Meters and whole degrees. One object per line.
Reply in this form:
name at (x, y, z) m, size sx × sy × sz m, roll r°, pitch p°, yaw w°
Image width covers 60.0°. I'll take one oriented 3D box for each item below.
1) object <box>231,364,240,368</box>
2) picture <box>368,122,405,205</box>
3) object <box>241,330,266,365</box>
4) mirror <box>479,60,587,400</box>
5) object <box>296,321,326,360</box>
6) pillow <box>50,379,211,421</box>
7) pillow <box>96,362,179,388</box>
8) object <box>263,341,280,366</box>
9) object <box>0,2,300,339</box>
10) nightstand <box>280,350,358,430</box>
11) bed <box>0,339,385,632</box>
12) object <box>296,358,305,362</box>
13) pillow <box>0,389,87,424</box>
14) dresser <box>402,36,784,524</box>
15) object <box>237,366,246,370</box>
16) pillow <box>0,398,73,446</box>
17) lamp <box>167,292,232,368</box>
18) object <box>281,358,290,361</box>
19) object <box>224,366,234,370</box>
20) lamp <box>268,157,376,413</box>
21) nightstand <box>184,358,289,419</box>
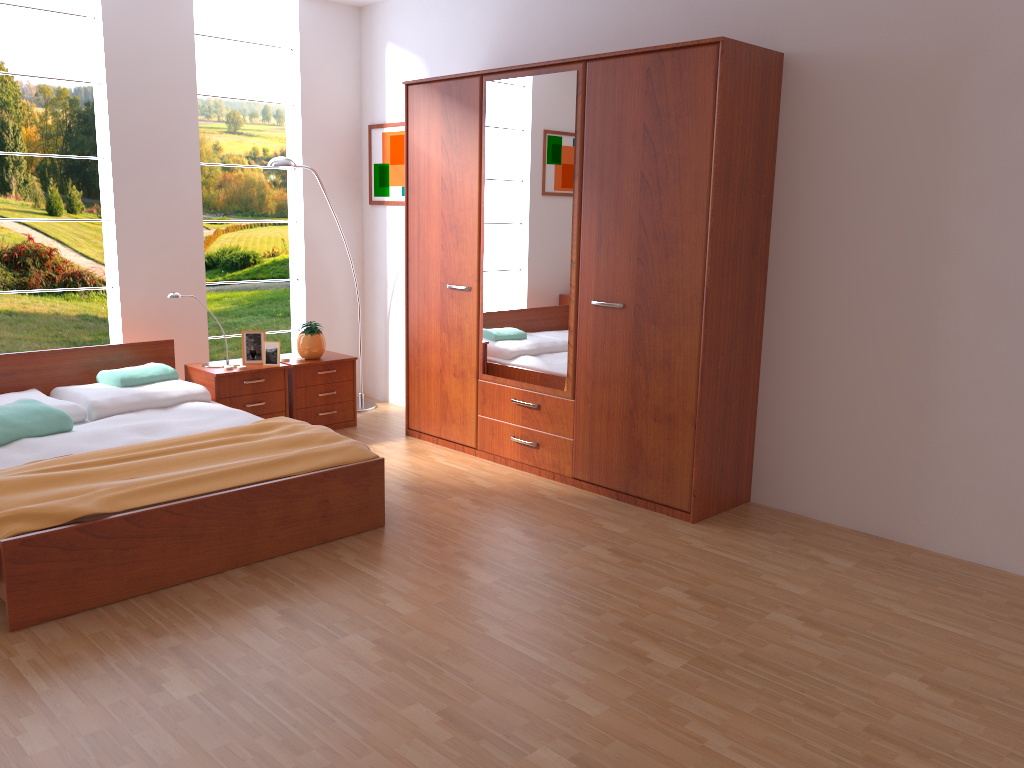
object at (-1.536, -0.101, 4.927) m, size 0.049 × 0.018 × 0.049 m, roll 8°, pitch 13°, yaw 31°
picture at (-0.719, -1.410, 5.692) m, size 0.030 × 0.517 × 0.645 m, roll -10°, pitch 15°, yaw -44°
object at (-1.456, -0.205, 5.006) m, size 0.131 × 0.191 × 0.037 m, roll -2°, pitch 11°, yaw -14°
mirror at (0.080, -0.733, 4.340) m, size 0.037 × 1.556 × 0.681 m, roll -10°, pitch 15°, yaw -44°
object at (-1.186, -0.258, 5.233) m, size 0.170 × 0.223 × 0.169 m, roll 6°, pitch 12°, yaw 24°
pillow at (-1.951, 0.069, 4.566) m, size 0.574 × 0.182 × 0.630 m, roll 12°, pitch 15°, yaw 43°
pillow at (-1.959, -0.036, 4.639) m, size 0.276 × 0.116 × 0.322 m, roll 11°, pitch 15°, yaw 41°
object at (-1.347, -0.169, 4.971) m, size 0.094 × 0.137 × 0.027 m, roll 1°, pitch 11°, yaw 0°
object at (-2.118, -1.115, 5.072) m, size 2.205 × 1.815 × 0.033 m, roll -10°, pitch 15°, yaw -44°
nightstand at (-1.219, 0.055, 5.345) m, size 0.439 × 0.442 × 0.377 m, roll -10°, pitch 15°, yaw -44°
bed at (-1.680, 0.247, 3.918) m, size 1.632 × 0.560 × 1.990 m, roll -10°, pitch 15°, yaw -44°
object at (-1.227, -0.138, 5.148) m, size 0.049 × 0.018 × 0.049 m, roll 8°, pitch 13°, yaw 31°
pillow at (-2.422, 0.154, 4.081) m, size 0.574 × 0.157 × 0.682 m, roll 10°, pitch 14°, yaw 38°
dresser at (0.255, -0.544, 4.491) m, size 0.487 × 2.004 × 2.017 m, roll -10°, pitch 15°, yaw -44°
object at (-1.483, -0.088, 4.864) m, size 0.049 × 0.018 × 0.049 m, roll 8°, pitch 13°, yaw 31°
pillow at (-2.177, 0.166, 3.832) m, size 0.334 × 0.164 × 0.425 m, roll 6°, pitch 12°, yaw 21°
lamp at (-1.694, -0.298, 4.853) m, size 0.163 × 0.421 × 0.337 m, roll 8°, pitch 13°, yaw 32°
object at (-1.317, -0.141, 5.153) m, size 0.049 × 0.018 × 0.049 m, roll 8°, pitch 13°, yaw 31°
object at (-1.550, -0.087, 4.854) m, size 0.049 × 0.018 × 0.049 m, roll 8°, pitch 13°, yaw 31°
lamp at (-1.152, -0.586, 5.583) m, size 0.387 × 1.603 × 0.799 m, roll 5°, pitch 12°, yaw 18°
nightstand at (-1.550, 0.110, 5.024) m, size 0.439 × 0.442 × 0.377 m, roll -10°, pitch 15°, yaw -44°
